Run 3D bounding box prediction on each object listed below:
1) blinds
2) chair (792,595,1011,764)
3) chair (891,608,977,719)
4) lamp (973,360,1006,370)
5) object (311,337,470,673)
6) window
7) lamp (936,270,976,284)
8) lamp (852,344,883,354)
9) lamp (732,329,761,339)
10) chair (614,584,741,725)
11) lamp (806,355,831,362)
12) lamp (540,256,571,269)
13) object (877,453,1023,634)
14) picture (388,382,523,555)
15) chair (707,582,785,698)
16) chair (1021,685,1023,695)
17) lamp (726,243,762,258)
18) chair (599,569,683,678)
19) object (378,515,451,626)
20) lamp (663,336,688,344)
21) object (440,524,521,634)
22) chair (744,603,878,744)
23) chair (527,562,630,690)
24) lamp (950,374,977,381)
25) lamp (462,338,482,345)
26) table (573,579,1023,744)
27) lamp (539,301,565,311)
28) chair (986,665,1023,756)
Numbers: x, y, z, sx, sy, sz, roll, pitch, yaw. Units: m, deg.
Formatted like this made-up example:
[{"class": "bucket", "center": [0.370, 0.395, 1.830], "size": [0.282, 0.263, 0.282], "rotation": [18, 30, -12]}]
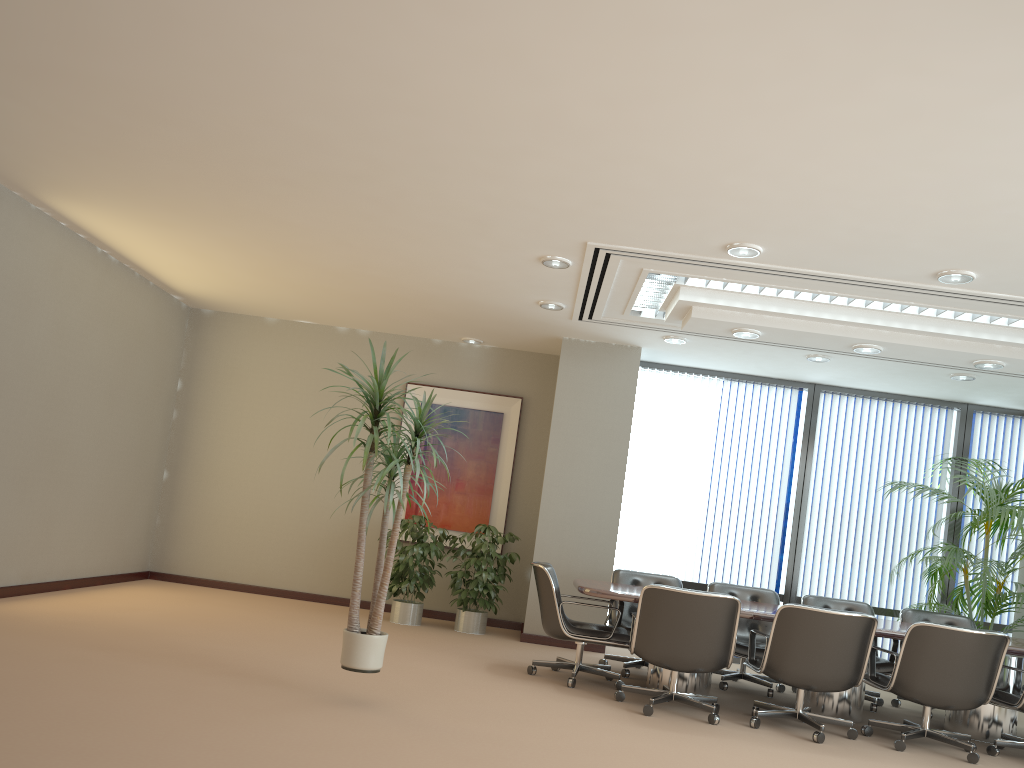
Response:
[{"class": "blinds", "center": [3.623, 1.579, 9.379], "size": [4.891, 2.890, 0.032], "rotation": [8, -3, 2]}, {"class": "chair", "center": [2.858, 2.163, 6.767], "size": [0.758, 0.850, 2.556], "rotation": [8, -9, 2]}, {"class": "chair", "center": [3.714, 2.404, 7.537], "size": [0.757, 0.852, 0.862], "rotation": [7, -6, 7]}, {"class": "lamp", "center": [3.709, -0.143, 6.858], "size": [0.224, 0.035, 0.228], "rotation": [3, -10, 26]}, {"class": "object", "center": [-0.762, 0.698, 4.991], "size": [0.822, 1.819, 0.807], "rotation": [10, -5, -23]}, {"class": "window", "center": [4.943, 1.544, 8.011], "size": [3.572, 2.888, 7.363], "rotation": [14, -10, -42]}, {"class": "lamp", "center": [2.795, -0.667, 5.555], "size": [0.224, 0.035, 0.228], "rotation": [3, -10, 26]}, {"class": "lamp", "center": [2.773, -0.266, 6.885], "size": [0.224, 0.035, 0.228], "rotation": [3, -10, 26]}, {"class": "lamp", "center": [1.837, -0.389, 6.911], "size": [0.224, 0.035, 0.228], "rotation": [5, -9, 19]}, {"class": "chair", "center": [1.128, 1.808, 6.025], "size": [0.752, 0.852, 0.866], "rotation": [7, -6, 6]}, {"class": "lamp", "center": [2.849, -0.232, 8.198], "size": [0.224, 0.035, 0.228], "rotation": [3, -10, 26]}, {"class": "lamp", "center": [0.317, -0.872, 6.372], "size": [0.225, 0.035, 0.228], "rotation": [7, -9, 5]}, {"class": "object", "center": [4.557, 1.841, 8.440], "size": [2.158, 2.460, 2.115], "rotation": [5, -6, 23]}, {"class": "picture", "center": [-0.633, 0.923, 9.644], "size": [1.295, 1.734, 0.058], "rotation": [8, -3, 2]}, {"class": "chair", "center": [2.034, 2.190, 7.626], "size": [0.758, 0.852, 0.861], "rotation": [8, -6, 2]}, {"class": "chair", "center": [4.443, 2.364, 6.679], "size": [0.852, 0.852, 0.766], "rotation": [8, -6, 2]}, {"class": "lamp", "center": [1.471, -0.841, 5.593], "size": [0.225, 0.035, 0.227], "rotation": [9, -9, -8]}, {"class": "chair", "center": [1.191, 2.073, 7.610], "size": [0.759, 0.852, 0.860], "rotation": [8, -6, -3]}, {"class": "object", "center": [-0.981, 1.869, 8.897], "size": [0.739, 1.085, 0.801], "rotation": [9, -5, -16]}, {"class": "lamp", "center": [1.525, -0.406, 8.235], "size": [0.224, 0.035, 0.228], "rotation": [5, -9, 19]}, {"class": "object", "center": [-0.352, 1.962, 8.944], "size": [0.733, 1.085, 0.808], "rotation": [4, -6, 34]}, {"class": "chair", "center": [2.000, 1.915, 5.955], "size": [0.758, 0.852, 0.861], "rotation": [8, -6, 2]}, {"class": "chair", "center": [0.509, 1.848, 6.790], "size": [0.852, 0.852, 0.766], "rotation": [8, -6, 2]}, {"class": "lamp", "center": [4.174, -0.059, 8.160], "size": [0.224, 0.035, 0.228], "rotation": [3, -10, 26]}, {"class": "lamp", "center": [-0.434, -0.460, 9.546], "size": [0.224, 0.035, 0.228], "rotation": [6, -9, 12]}, {"class": "table", "center": [2.458, 2.162, 6.764], "size": [4.066, 0.744, 1.523], "rotation": [7, -8, 2]}, {"class": "lamp", "center": [0.342, -0.669, 7.599], "size": [0.224, 0.035, 0.228], "rotation": [5, -9, 19]}, {"class": "chair", "center": [3.658, 2.139, 5.949], "size": [0.735, 0.852, 0.860], "rotation": [8, -6, -3]}]
